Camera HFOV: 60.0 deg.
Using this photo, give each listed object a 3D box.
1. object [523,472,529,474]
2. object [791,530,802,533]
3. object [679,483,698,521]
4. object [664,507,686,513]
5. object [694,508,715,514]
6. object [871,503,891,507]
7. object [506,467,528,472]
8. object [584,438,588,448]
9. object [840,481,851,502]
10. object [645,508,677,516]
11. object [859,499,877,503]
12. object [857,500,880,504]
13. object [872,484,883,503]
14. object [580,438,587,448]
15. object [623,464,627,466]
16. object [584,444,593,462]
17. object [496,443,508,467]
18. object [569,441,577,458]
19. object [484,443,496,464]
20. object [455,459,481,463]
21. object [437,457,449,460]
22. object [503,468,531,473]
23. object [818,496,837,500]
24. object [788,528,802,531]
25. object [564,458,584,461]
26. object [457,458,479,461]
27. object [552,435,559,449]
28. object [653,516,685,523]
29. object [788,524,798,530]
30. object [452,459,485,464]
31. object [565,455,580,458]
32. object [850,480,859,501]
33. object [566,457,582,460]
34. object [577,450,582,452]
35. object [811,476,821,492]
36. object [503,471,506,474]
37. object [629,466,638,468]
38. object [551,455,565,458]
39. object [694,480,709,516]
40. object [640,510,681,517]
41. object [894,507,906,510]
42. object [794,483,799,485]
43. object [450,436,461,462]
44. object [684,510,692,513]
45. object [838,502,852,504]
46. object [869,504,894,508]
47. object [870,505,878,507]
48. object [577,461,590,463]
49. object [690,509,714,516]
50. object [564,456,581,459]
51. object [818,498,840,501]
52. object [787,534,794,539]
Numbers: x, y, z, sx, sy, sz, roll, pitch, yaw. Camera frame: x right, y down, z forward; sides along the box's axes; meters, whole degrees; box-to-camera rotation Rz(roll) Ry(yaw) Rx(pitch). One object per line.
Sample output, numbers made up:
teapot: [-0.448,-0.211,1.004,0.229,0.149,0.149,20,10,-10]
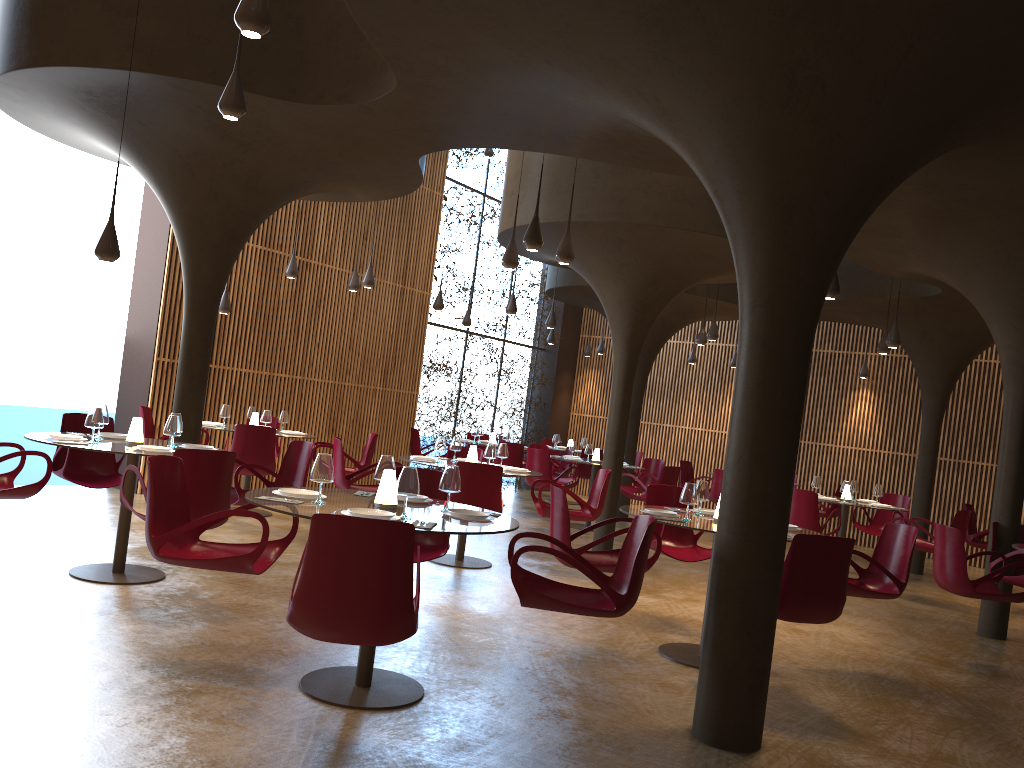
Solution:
object: [0.055,1.000,10.238,0.204,0.012,0.410,7,-2,-10]
object: [2.230,1.185,7.330,0.204,0.012,0.411,7,-2,-3]
object: [1.399,0.933,7.024,0.141,0.295,0.142,7,-1,30]
object: [1.430,1.104,7.768,0.126,0.017,0.262,7,-2,-9]
object: [1.731,1.126,7.797,0.263,0.029,0.263,8,-2,-18]
object: [5.116,1.682,12.281,0.263,0.029,0.263,6,-2,43]
object: [0.055,0.989,10.243,0.263,0.029,0.263,7,-2,-9]
object: [1.576,1.317,19.177,0.142,0.295,0.141,7,-1,-37]
object: [4.617,1.492,12.280,0.141,0.295,0.142,7,-1,27]
object: [1.204,1.041,7.171,0.263,0.029,0.263,8,-2,-19]
object: [5.206,1.714,12.958,0.263,0.029,0.263,6,-2,37]
object: [5.205,1.723,12.958,0.331,0.014,0.332,7,-2,17]
object: [5.164,1.567,12.512,0.142,0.295,0.142,7,0,10]
object: [1.508,1.294,18.708,0.142,0.295,0.142,7,0,-5]
object: [1.765,1.333,14.625,0.263,0.029,0.263,8,-2,-31]
object: [1.266,1.142,14.624,0.141,0.295,0.142,7,-1,27]
object: [-0.116,0.843,10.382,0.142,0.295,0.141,8,-1,-41]
object: [1.043,1.130,15.147,0.142,0.295,0.142,7,0,-17]
object: [-0.246,0.813,9.926,0.142,0.295,0.142,7,0,-9]
object: [-0.540,0.941,10.805,0.332,0.014,0.331,8,-2,-39]
object: [-0.841,0.911,10.821,0.126,0.017,0.262,7,-2,0]
object: [0.054,0.998,10.243,0.332,0.014,0.331,8,-2,-31]
object: [4.370,1.589,12.291,0.263,0.029,0.263,8,-2,-36]
object: [2.229,1.184,7.334,0.331,0.014,0.332,6,-2,40]
object: [1.018,1.250,14.635,0.331,0.014,0.332,6,-2,28]
object: [-0.539,0.931,10.805,0.263,0.029,0.263,7,-2,6]
object: [0.918,1.223,18.783,0.141,0.295,0.142,7,-1,34]
object: [1.200,1.049,6.869,0.262,0.017,0.126,7,-2,-3]
object: [2.230,1.174,7.334,0.263,0.029,0.263,6,-2,33]
object: [-0.536,0.943,10.805,0.411,0.012,0.204,7,-2,-4]
object: [1.044,1.265,15.379,0.263,0.029,0.263,6,-2,36]
object: [4.990,1.558,12.952,0.142,0.295,0.142,7,0,-22]
object: [1.019,1.240,14.635,0.263,0.029,0.263,6,-2,44]
object: [1.349,1.397,18.524,0.263,0.029,0.263,6,-2,28]
object: [4.393,1.479,12.802,0.142,0.295,0.142,7,0,-17]
object: [-0.132,0.967,9.727,0.126,0.017,0.262,7,-2,4]
object: [2.021,1.387,14.780,0.126,0.017,0.261,8,-2,-34]
object: [0.795,1.246,15.207,0.126,0.017,0.261,8,-2,-38]
object: [1.619,0.978,7.603,0.142,0.295,0.142,7,0,1]
object: [1.203,1.051,7.171,0.331,0.014,0.332,6,-2,32]
object: [5.371,1.736,12.436,0.126,0.017,0.261,8,-2,-34]
object: [5.077,1.810,16.161,0.127,0.017,0.261,9,-2,-44]
object: [-0.679,0.780,10.632,0.142,0.295,0.142,7,0,-13]
object: [1.734,1.137,7.798,0.411,0.012,0.204,8,-2,-13]
object: [4.545,1.621,12.047,0.262,0.017,0.126,9,-2,-40]
object: [5.115,1.692,12.281,0.332,0.014,0.331,8,-2,-21]
object: [5.111,1.693,12.277,0.411,0.012,0.204,8,-2,-38]
object: [1.195,1.272,14.391,0.262,0.017,0.126,9,-2,-40]
object: [1.730,1.135,7.797,0.331,0.014,0.332,6,-2,43]
object: [1.043,1.275,15.379,0.332,0.014,0.331,8,-2,-28]
object: [4.369,1.599,12.291,0.331,0.014,0.332,6,-2,25]
object: [2.092,1.156,6.731,0.126,0.017,0.262,7,-2,-5]
